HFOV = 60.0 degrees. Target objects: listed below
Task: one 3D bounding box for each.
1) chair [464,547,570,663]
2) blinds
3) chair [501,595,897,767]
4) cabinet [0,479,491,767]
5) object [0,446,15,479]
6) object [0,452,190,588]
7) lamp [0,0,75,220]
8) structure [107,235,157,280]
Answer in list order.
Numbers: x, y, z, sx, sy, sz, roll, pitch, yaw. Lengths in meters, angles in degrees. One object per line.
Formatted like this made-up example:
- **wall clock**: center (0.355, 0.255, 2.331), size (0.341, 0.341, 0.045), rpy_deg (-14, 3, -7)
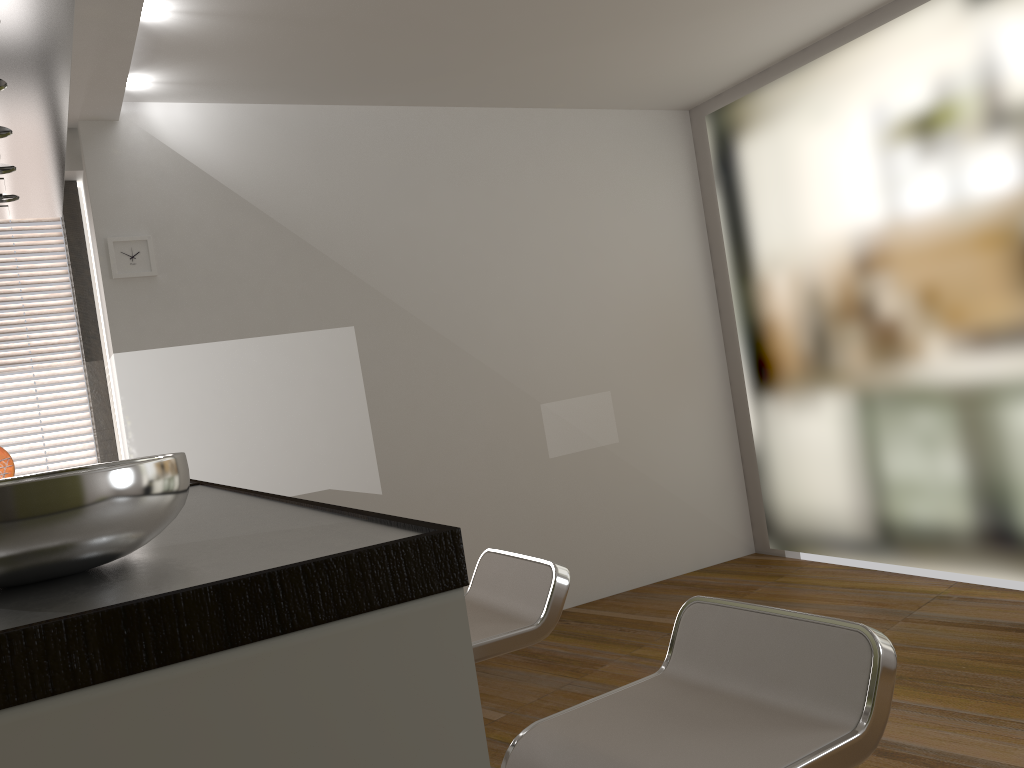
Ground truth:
- **chair**: center (-0.093, 0.850, 2.006), size (0.460, 0.857, 0.418), rpy_deg (-9, 0, -28)
- **blinds**: center (-6.704, -2.044, 5.099), size (9.030, 12.704, 16.000), rpy_deg (-9, 0, 12)
- **chair**: center (0.299, 0.791, 1.258), size (0.460, 0.857, 0.418), rpy_deg (-9, 0, -33)
- **cabinet**: center (-0.933, 0.836, 1.955), size (0.663, 1.134, 2.947), rpy_deg (-9, 0, -28)
- **object**: center (-1.550, 0.255, 2.578), size (0.184, 0.178, 0.055), rpy_deg (-9, 0, -32)
- **object**: center (-0.502, 0.150, 0.940), size (0.311, 0.105, 0.311), rpy_deg (-9, 0, -15)
- **lamp**: center (-1.223, -0.897, 1.978), size (0.326, 0.683, 1.677), rpy_deg (-9, 0, -28)
- **structure**: center (-1.673, -0.559, 3.908), size (0.180, 0.180, 0.026), rpy_deg (-9, 0, -28)
